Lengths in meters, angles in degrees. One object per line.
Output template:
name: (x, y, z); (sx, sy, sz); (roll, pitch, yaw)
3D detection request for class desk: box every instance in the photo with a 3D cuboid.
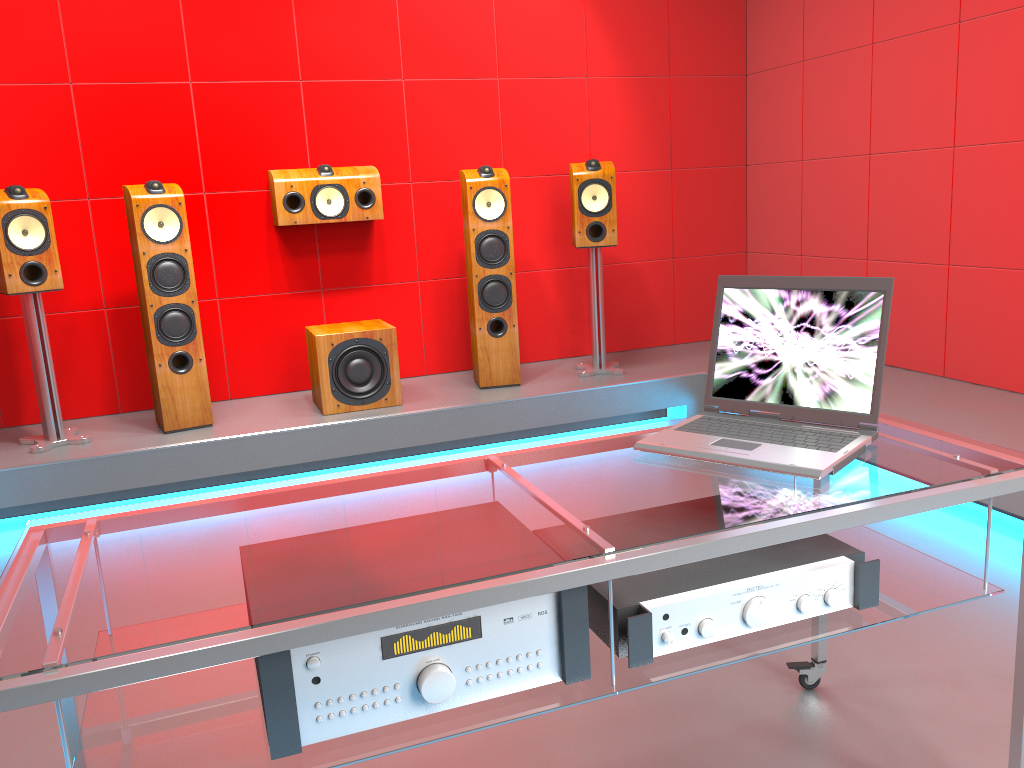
desk: (0.041, 0.511, 1.483); (1.617, 0.690, 0.594); (-8, 13, -19)

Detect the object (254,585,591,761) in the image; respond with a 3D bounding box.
object: (-0.158, 0.341, 1.307); (0.431, 0.158, 0.371); (-8, 13, -19)

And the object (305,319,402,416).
object: (-0.737, -0.086, 4.112); (0.360, 0.360, 0.360); (-8, 13, -19)

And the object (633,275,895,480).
object: (0.447, -0.032, 1.577); (0.342, 0.285, 0.340); (7, 16, 40)

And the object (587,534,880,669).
object: (0.305, 0.312, 1.477); (0.435, 0.092, 0.365); (-8, 13, -19)

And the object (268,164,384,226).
object: (-0.892, -0.911, 4.249); (0.493, 0.271, 0.235); (-8, 13, -19)

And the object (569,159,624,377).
object: (0.419, -0.582, 4.451); (0.231, 1.058, 0.265); (-3, 12, 1)

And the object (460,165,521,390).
object: (-0.103, -0.516, 4.294); (0.203, 1.052, 0.238); (-5, 12, -9)

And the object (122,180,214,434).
object: (-1.469, -0.331, 3.796); (0.203, 1.052, 0.238); (-10, 14, -29)

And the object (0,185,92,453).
object: (-1.953, -0.270, 3.627); (0.231, 1.058, 0.265); (-13, 15, -38)
